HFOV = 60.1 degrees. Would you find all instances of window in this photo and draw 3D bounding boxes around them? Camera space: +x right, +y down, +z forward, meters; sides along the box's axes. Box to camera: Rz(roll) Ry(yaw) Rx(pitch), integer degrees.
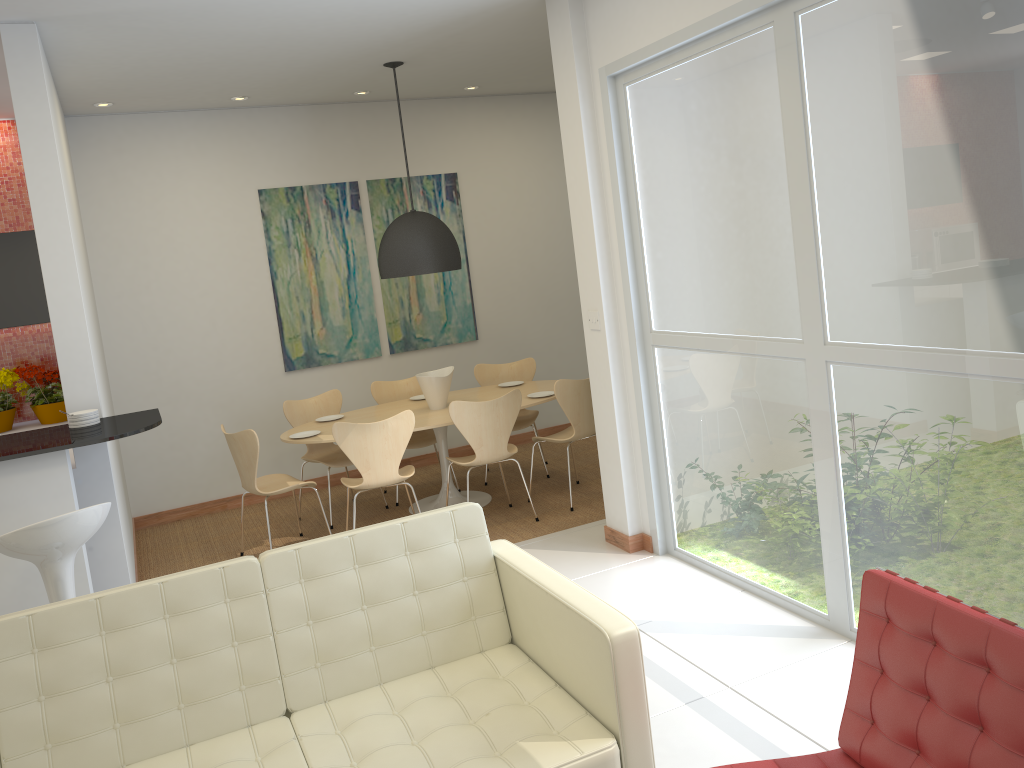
[{"bbox_3d":[1.382,-0.224,3.365,0.121,2.698,3.443,-9,8,-23],"label":"window"}]

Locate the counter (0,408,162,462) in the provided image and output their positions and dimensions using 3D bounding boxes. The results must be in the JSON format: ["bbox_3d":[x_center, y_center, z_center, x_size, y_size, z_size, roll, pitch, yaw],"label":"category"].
[{"bbox_3d":[-3.041,0.426,3.701,2.975,0.019,0.738,-11,9,-23],"label":"counter"}]

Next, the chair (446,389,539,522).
[{"bbox_3d":[-0.188,0.496,5.917,0.523,0.902,0.517,-10,7,-23],"label":"chair"}]

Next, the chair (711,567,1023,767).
[{"bbox_3d":[0.907,0.989,2.094,0.708,0.812,0.702,-9,7,-18],"label":"chair"}]

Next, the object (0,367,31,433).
[{"bbox_3d":[-3.647,0.115,6.167,0.524,0.446,0.504,-10,8,-21],"label":"object"}]

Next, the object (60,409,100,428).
[{"bbox_3d":[-2.116,0.155,4.330,0.174,0.097,0.140,-12,9,-30],"label":"object"}]

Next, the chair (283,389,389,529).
[{"bbox_3d":[-1.334,0.533,6.597,0.525,0.902,0.515,-13,9,-44],"label":"chair"}]

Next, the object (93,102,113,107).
[{"bbox_3d":[-2.947,-2.013,6.382,0.129,0.010,0.130,-4,9,22],"label":"object"}]

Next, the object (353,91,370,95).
[{"bbox_3d":[-1.213,-2.346,7.139,0.129,0.010,0.130,-4,9,22],"label":"object"}]

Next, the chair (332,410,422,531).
[{"bbox_3d":[-0.849,0.618,5.658,0.522,0.902,0.517,-9,6,-16],"label":"chair"}]

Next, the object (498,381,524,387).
[{"bbox_3d":[-0.007,0.003,7.085,0.210,0.015,0.211,1,12,44],"label":"object"}]

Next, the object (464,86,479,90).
[{"bbox_3d":[-0.346,-2.512,7.517,0.129,0.010,0.130,-4,9,22],"label":"object"}]

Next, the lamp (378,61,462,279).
[{"bbox_3d":[-0.745,-1.526,6.313,0.596,1.485,0.596,-9,6,-21],"label":"lamp"}]

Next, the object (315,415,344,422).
[{"bbox_3d":[-1.343,0.256,6.528,0.210,0.015,0.212,-7,9,-1],"label":"object"}]

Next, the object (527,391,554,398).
[{"bbox_3d":[0.215,0.080,6.414,0.210,0.015,0.212,-2,10,31],"label":"object"}]

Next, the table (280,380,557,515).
[{"bbox_3d":[-0.507,0.531,6.514,2.270,0.725,1.284,-11,9,-22],"label":"table"}]

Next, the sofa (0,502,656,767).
[{"bbox_3d":[-0.968,1.114,2.413,2.574,0.917,1.004,-11,8,-23],"label":"sofa"}]

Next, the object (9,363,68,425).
[{"bbox_3d":[-3.268,0.042,6.337,0.506,0.446,0.522,-14,10,-43],"label":"object"}]

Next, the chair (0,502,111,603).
[{"bbox_3d":[-1.803,0.993,3.605,0.459,1.015,0.465,-12,8,-37],"label":"chair"}]

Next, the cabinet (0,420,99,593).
[{"bbox_3d":[-4.152,1.087,5.006,3.347,0.979,2.502,-11,9,-23],"label":"cabinet"}]

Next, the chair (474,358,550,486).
[{"bbox_3d":[-0.012,0.284,7.142,0.521,0.902,0.519,-7,6,1],"label":"chair"}]

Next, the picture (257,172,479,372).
[{"bbox_3d":[-1.184,-0.987,7.587,1.745,1.499,0.020,-10,6,-23],"label":"picture"}]

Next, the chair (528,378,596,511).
[{"bbox_3d":[0.415,0.365,6.274,0.524,0.902,0.516,-12,8,-40],"label":"chair"}]

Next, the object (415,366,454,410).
[{"bbox_3d":[-0.553,0.036,6.457,0.271,0.278,0.263,-6,7,12],"label":"object"}]

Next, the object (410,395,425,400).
[{"bbox_3d":[-0.701,0.106,6.979,0.210,0.015,0.211,-8,9,-6],"label":"object"}]

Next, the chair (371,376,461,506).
[{"bbox_3d":[-0.771,0.410,6.943,0.523,0.902,0.517,-9,7,-19],"label":"chair"}]

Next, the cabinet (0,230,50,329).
[{"bbox_3d":[-4.728,-0.523,5.849,3.254,0.656,0.353,-11,7,-23],"label":"cabinet"}]

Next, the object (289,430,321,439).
[{"bbox_3d":[-1.400,0.346,5.991,0.210,0.015,0.212,-7,9,-1],"label":"object"}]

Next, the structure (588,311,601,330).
[{"bbox_3d":[0.467,-0.362,5.047,0.013,0.104,0.114,-9,8,-23],"label":"structure"}]

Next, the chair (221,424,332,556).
[{"bbox_3d":[-1.562,0.681,5.822,0.519,0.902,0.521,-12,8,-39],"label":"chair"}]

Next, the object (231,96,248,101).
[{"bbox_3d":[-2.080,-2.179,6.761,0.129,0.010,0.130,-4,9,22],"label":"object"}]
